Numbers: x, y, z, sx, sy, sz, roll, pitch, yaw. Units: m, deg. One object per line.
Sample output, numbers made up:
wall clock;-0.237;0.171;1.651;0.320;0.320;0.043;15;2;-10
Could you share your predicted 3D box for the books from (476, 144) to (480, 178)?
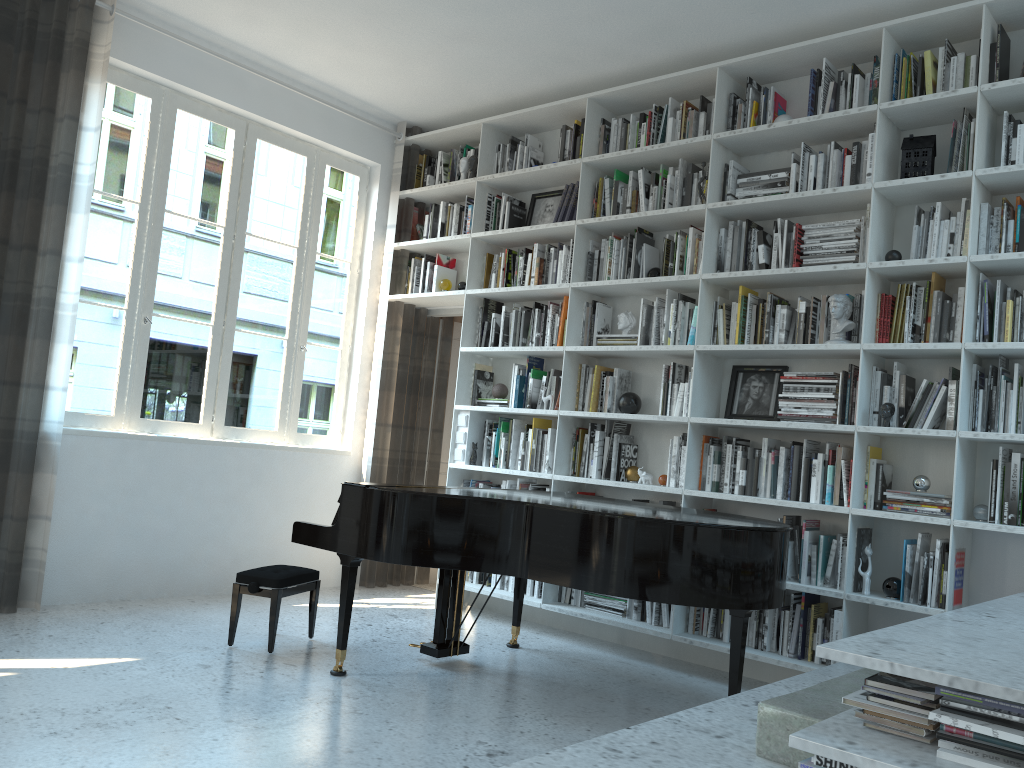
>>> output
books;-0.180;-1.449;5.959;0.013;0.291;0.154;2;-5;41

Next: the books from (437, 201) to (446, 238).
books;-0.431;-1.090;6.088;0.021;0.285;0.179;2;-5;41

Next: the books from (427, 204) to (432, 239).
books;-0.526;-1.095;6.203;0.011;0.296;0.162;2;-5;41

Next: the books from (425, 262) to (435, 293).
books;-0.516;-0.703;6.099;0.021;0.236;0.189;2;-5;41

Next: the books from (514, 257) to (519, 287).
books;0.078;-0.676;5.601;0.014;0.218;0.164;2;-5;41

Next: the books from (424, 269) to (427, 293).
books;-0.531;-0.680;6.133;0.024;0.193;0.181;2;-5;41

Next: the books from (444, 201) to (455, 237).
books;-0.396;-1.090;6.084;0.037;0.291;0.155;2;-5;41

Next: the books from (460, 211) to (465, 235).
books;-0.285;-1.046;5.991;0.028;0.212;0.138;2;-5;41

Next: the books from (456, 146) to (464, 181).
books;-0.318;-1.460;6.066;0.014;0.304;0.146;2;-5;41

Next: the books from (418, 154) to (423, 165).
books;-0.629;-1.470;6.341;0.012;0.307;0.180;2;-5;41

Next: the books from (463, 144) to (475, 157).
books;-0.294;-1.463;6.060;0.029;0.314;0.129;2;-5;41

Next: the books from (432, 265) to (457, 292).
books;-0.462;-0.688;6.060;0.029;0.211;0.187;2;-5;41

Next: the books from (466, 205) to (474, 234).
books;-0.224;-1.055;5.909;0.029;0.229;0.191;2;-5;41

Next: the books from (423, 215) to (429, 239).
books;-0.549;-1.057;6.214;0.034;0.217;0.166;2;-5;41

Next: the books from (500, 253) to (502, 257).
books;-0.035;-0.700;5.712;0.010;0.262;0.151;2;-5;41

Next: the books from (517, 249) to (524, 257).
books;0.078;-0.704;5.621;0.012;0.277;0.150;2;-5;41

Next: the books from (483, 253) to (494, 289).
books;-0.115;-0.704;5.771;0.012;0.263;0.180;2;-5;41

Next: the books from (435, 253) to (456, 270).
books;-0.465;-0.730;6.086;0.013;0.298;0.179;2;-5;41

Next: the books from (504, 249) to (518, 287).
books;0.014;-0.708;5.654;0.011;0.277;0.164;2;-5;41

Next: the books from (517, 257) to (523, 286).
books;0.103;-0.675;5.579;0.031;0.217;0.173;2;-5;41

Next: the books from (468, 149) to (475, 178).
books;-0.221;-1.431;5.980;0.021;0.253;0.179;2;-5;41

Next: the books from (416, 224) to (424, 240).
books;-0.602;-1.037;6.272;0.121;0.175;0.129;2;-5;41

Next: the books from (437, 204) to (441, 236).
books;-0.457;-1.089;6.147;0.028;0.288;0.133;2;-5;41

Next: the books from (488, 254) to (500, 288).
books;-0.077;-0.698;5.759;0.062;0.258;0.153;2;-5;41

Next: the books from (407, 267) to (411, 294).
books;-0.674;-0.698;6.261;0.013;0.222;0.163;2;-5;41

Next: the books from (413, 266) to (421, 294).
books;-0.617;-0.696;6.210;0.010;0.220;0.181;2;-5;41

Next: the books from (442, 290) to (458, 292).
books;-0.331;-0.607;5.963;0.285;0.012;0.159;1;-6;43

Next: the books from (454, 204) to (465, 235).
books;-0.318;-1.068;5.998;0.030;0.250;0.166;2;-5;41

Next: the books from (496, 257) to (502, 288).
books;-0.024;-0.684;5.695;0.030;0.229;0.172;2;-5;41

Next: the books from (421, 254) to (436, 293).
books;-0.549;-0.734;6.138;0.013;0.297;0.187;2;-5;41

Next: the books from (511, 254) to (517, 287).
books;0.045;-0.691;5.647;0.047;0.249;0.134;2;-5;41

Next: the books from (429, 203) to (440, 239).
books;-0.491;-1.089;6.146;0.023;0.282;0.186;2;-5;41

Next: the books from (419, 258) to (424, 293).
books;-0.575;-0.724;6.189;0.022;0.281;0.156;2;-5;41

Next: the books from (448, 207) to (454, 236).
books;-0.363;-1.066;6.041;0.021;0.244;0.174;2;-5;41

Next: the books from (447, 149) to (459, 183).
books;-0.364;-1.451;6.099;0.039;0.282;0.182;2;-5;41

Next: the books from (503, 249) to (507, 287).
books;0.009;-0.708;5.673;0.020;0.280;0.164;2;-5;41

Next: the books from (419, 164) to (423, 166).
books;-0.615;-1.435;6.341;0.011;0.241;0.151;2;-5;41

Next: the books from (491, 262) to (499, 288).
books;-0.062;-0.669;5.710;0.026;0.195;0.175;2;-5;41

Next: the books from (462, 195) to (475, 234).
books;-0.255;-1.093;5.950;0.012;0.303;0.189;2;-5;41

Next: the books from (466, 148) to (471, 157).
books;-0.265;-1.443;6.026;0.013;0.275;0.158;2;-5;41

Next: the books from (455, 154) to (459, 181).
books;-0.327;-1.435;6.089;0.030;0.257;0.130;2;-5;41

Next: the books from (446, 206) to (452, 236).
books;-0.376;-1.069;6.051;0.012;0.249;0.192;2;-5;41

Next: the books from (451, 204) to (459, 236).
books;-0.338;-1.074;6.017;0.025;0.261;0.167;2;-5;41

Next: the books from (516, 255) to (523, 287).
books;0.092;-0.680;5.598;0.011;0.229;0.170;2;-5;41

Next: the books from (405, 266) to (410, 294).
books;-0.684;-0.702;6.269;0.013;0.228;0.179;2;-5;41

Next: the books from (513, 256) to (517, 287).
books;0.070;-0.681;5.631;0.012;0.230;0.149;2;-5;41

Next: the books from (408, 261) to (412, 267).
books;-0.698;-0.725;6.270;0.011;0.272;0.189;2;-5;41

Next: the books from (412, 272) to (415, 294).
books;-0.627;-0.684;6.228;0.029;0.197;0.160;2;-5;41

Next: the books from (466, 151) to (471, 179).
books;-0.245;-1.428;5.988;0.025;0.243;0.168;2;-5;41

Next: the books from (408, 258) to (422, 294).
books;-0.648;-0.727;6.242;0.023;0.281;0.170;2;-5;41

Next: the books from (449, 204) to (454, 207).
books;-0.384;-1.079;6.060;0.013;0.268;0.162;2;-5;41

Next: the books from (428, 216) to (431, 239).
books;-0.508;-1.062;6.163;0.022;0.228;0.172;2;-5;41

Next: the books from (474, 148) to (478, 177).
books;-0.205;-1.434;5.962;0.027;0.259;0.147;2;-5;41

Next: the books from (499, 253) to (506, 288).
books;-0.007;-0.695;5.679;0.014;0.252;0.187;2;-5;41

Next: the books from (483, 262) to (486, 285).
books;-0.123;-0.688;5.788;0.022;0.232;0.151;2;-5;41

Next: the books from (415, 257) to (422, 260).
books;-0.645;-0.735;6.271;0.013;0.302;0.135;2;-5;41

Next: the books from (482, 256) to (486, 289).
books;-0.130;-0.698;5.806;0.012;0.254;0.161;2;-5;41
